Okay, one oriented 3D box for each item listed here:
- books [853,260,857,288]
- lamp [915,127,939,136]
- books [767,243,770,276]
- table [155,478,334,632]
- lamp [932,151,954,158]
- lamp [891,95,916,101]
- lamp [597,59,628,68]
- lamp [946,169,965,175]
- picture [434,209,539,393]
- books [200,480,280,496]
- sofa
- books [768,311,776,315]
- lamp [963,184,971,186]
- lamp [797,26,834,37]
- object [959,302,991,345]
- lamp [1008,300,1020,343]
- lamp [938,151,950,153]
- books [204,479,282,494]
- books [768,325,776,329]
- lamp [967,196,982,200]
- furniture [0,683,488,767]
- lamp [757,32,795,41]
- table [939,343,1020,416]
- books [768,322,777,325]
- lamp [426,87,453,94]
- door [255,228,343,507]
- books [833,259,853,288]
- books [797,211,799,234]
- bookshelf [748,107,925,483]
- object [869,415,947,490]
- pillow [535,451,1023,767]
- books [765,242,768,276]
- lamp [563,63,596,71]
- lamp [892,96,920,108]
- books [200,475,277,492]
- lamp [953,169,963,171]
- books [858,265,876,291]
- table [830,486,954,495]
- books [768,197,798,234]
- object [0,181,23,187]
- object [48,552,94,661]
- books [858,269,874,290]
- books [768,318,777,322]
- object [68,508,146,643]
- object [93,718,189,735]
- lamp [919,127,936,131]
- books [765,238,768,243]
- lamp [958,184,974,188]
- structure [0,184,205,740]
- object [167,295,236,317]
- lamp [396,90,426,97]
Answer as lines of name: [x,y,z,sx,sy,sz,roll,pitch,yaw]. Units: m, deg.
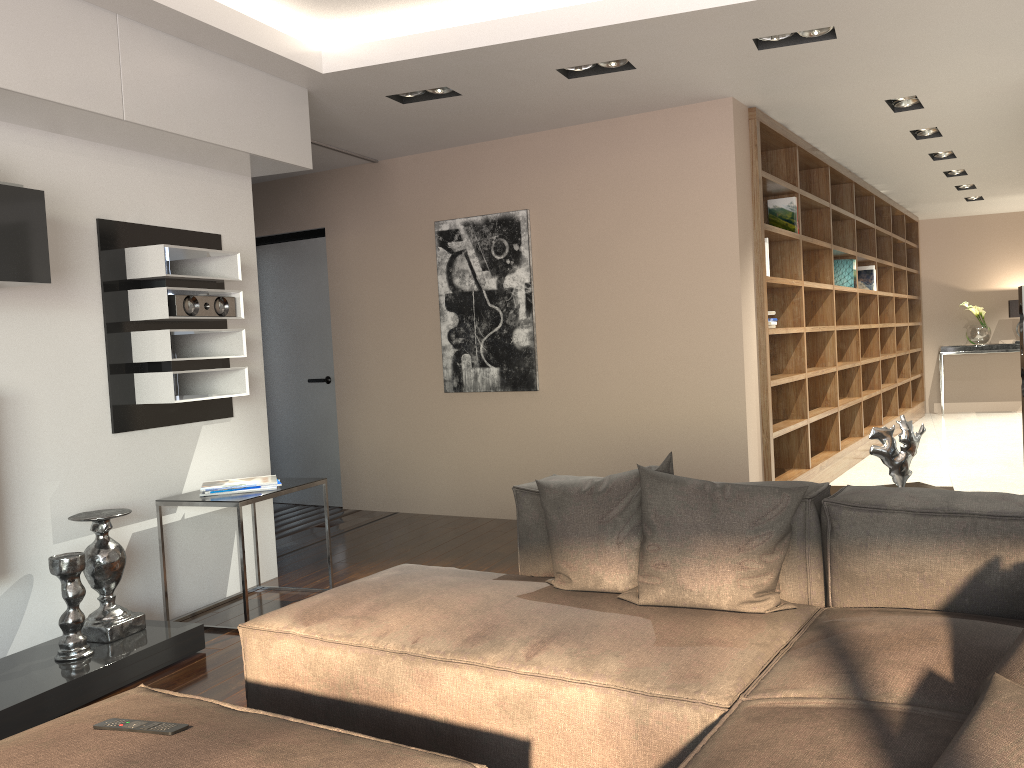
books: [2.916,-0.957,7.702,0.185,0.245,0.029,-2,3,30]
lamp: [2.969,-1.816,6.283,0.184,0.077,0.170,-4,3,-22]
books: [1.530,-0.767,5.493,0.148,0.205,0.021,-2,3,30]
table: [-1.214,0.762,4.072,0.434,0.563,0.623,-2,3,22]
lamp: [3.505,-1.882,7.139,0.168,0.077,0.185,-1,3,32]
lamp: [2.335,-1.738,5.264,0.184,0.077,0.169,-4,3,-23]
lamp: [0.493,-1.602,4.316,0.172,0.077,0.182,-2,3,17]
lamp: [4.043,-1.948,8.003,0.168,0.077,0.185,-1,3,32]
picture: [-0.176,-0.530,5.832,0.717,1.165,0.030,-2,3,29]
books: [-1.244,0.478,4.044,0.328,0.011,0.245,-4,3,-15]
sofa: [0.191,0.722,1.830,2.605,0.704,2.606,-1,3,32]
books: [1.580,-0.447,5.604,0.155,0.020,0.205,-3,3,3]
lamp: [4.480,-2.002,8.703,0.170,0.077,0.184,-2,3,25]
lamp: [1.380,-1.632,4.006,0.182,0.077,0.172,-4,3,-13]
object: [5.816,-0.767,11.001,0.325,0.546,0.292,-3,2,-4]
lamp: [6.320,-0.773,10.787,0.385,0.528,0.296,-2,3,21]
lamp: [3.406,-1.870,6.980,0.170,0.077,0.184,-2,3,25]
books: [-1.245,0.467,4.052,0.332,0.011,0.242,-4,3,-24]
books: [1.584,-0.362,5.609,0.155,0.022,0.205,-3,3,3]
lamp: [5.108,-2.080,9.718,0.168,0.077,0.185,-1,3,32]
furniture: [-0.769,0.916,1.462,1.042,0.439,1.150,-1,3,32]
lamp: [1.215,-1.627,4.063,0.169,0.077,0.185,-2,3,28]
table: [6.090,-0.070,10.946,1.381,0.865,0.462,-2,3,20]
books: [1.579,-0.381,5.589,0.168,0.019,0.253,-2,3,23]
lamp: [-0.384,-1.573,4.622,0.172,0.077,0.182,-2,3,17]
door: [-1.696,-0.107,6.817,0.954,2.093,0.161,-2,3,30]
books: [2.887,-0.963,7.693,0.191,0.260,0.015,-2,3,30]
books: [1.896,-1.157,6.101,0.169,0.251,0.025,-2,3,30]
bookshelf: [3.210,-0.616,8.218,0.277,2.490,6.866,-2,3,32]
object: [1.379,0.252,3.103,0.290,0.287,0.279,-3,3,-8]
pillow: [0.824,0.429,2.020,1.088,0.431,2.039,-4,3,-14]
books: [1.500,-0.762,5.424,0.148,0.205,0.021,-2,3,30]
lamp: [0.328,-1.597,4.373,0.169,0.077,0.185,-2,3,28]
lamp: [2.434,-1.750,5.423,0.184,0.077,0.170,-4,3,-22]
books: [-1.254,0.456,4.053,0.330,0.011,0.244,-4,3,-19]
lamp: [3.944,-1.936,7.844,0.170,0.077,0.184,-2,3,25]
books: [3.422,-1.017,8.506,0.166,0.243,0.020,-2,3,30]
table: [1.273,0.682,3.135,0.580,0.563,0.467,-2,3,21]
books: [1.863,-1.150,6.053,0.184,0.248,0.045,-2,3,30]
object: [-1.881,-0.739,2.931,0.312,0.177,0.334,-2,3,22]
object: [-1.606,0.808,3.204,0.119,0.371,0.126,-2,2,16]
books: [3.414,-0.997,8.487,0.148,0.205,0.023,-2,3,30]
books: [1.573,-0.403,5.594,0.155,0.023,0.243,-1,3,33]
object: [-1.591,0.742,3.434,0.215,0.482,0.224,-2,3,16]
object: [-0.759,0.700,1.798,0.201,0.015,0.053,-2,3,19]
lamp: [2.870,-1.804,6.124,0.184,0.077,0.169,-4,3,-23]
books: [1.525,-0.786,5.517,0.166,0.243,0.020,-2,3,30]
lamp: [4.579,-2.014,8.862,0.168,0.077,0.185,-1,3,32]
structure: [-2.103,0.279,2.205,0.462,1.766,2.991,-2,3,24]
object: [-1.412,-0.351,3.987,0.069,0.094,0.374,-2,3,24]
lamp: [-0.549,-1.567,4.679,0.169,0.077,0.185,-2,3,28]
